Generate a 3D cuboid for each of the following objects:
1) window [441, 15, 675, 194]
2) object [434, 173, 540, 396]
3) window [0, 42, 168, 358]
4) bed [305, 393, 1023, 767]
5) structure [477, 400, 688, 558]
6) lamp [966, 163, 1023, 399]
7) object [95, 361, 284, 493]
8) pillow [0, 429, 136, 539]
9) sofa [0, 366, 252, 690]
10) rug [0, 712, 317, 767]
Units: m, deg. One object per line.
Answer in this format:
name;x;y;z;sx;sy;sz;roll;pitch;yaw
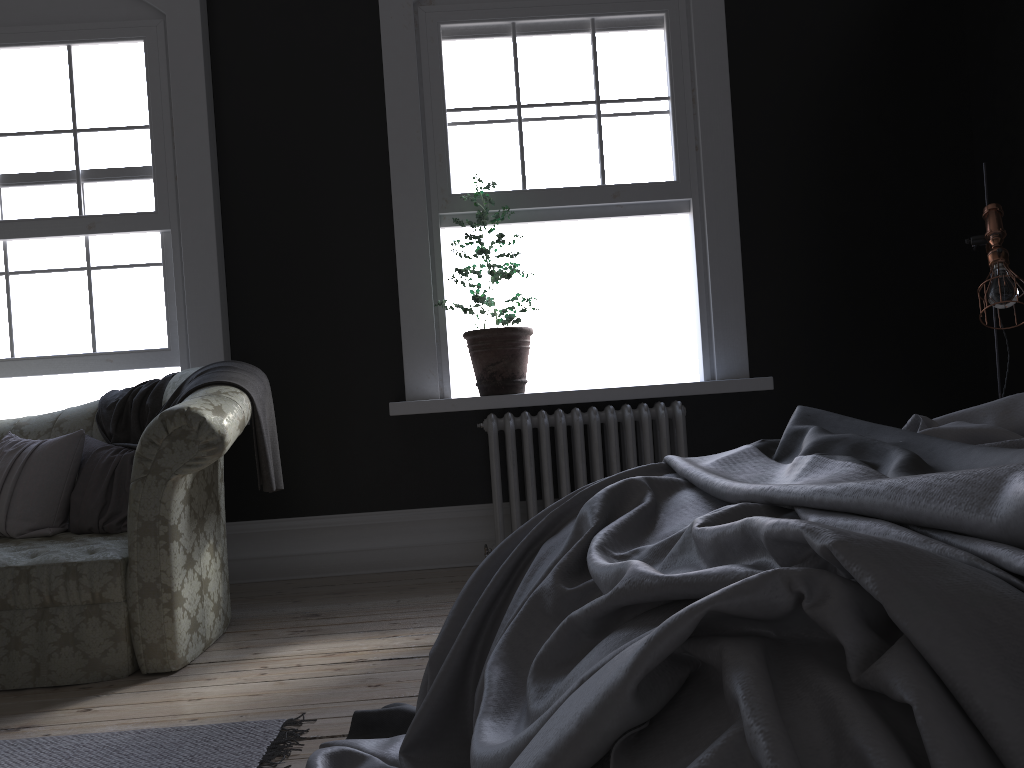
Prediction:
window;0.252;-1.472;4.800;1.263;1.017;0.056;-4;0;-2
object;-0.106;-0.507;4.638;0.474;1.134;0.505;-4;0;38
window;-2.491;-0.959;4.692;1.263;1.672;0.056;-4;0;-2
bed;1.199;0.186;1.772;3.282;1.298;2.766;-4;-1;-14
structure;0.405;0.539;4.594;1.141;0.848;0.276;-4;0;-2
lamp;2.280;-0.092;4.096;0.437;1.779;1.717;-4;0;36
object;-1.466;0.211;3.964;0.516;0.585;1.368;-4;-1;-43
pillow;-1.891;0.416;3.797;0.964;0.461;0.405;-4;0;5
sofa;-2.402;0.560;3.825;2.813;1.161;1.606;-4;-1;-1
rug;-2.344;1.054;1.484;3.644;0.050;2.106;-4;-1;-2
